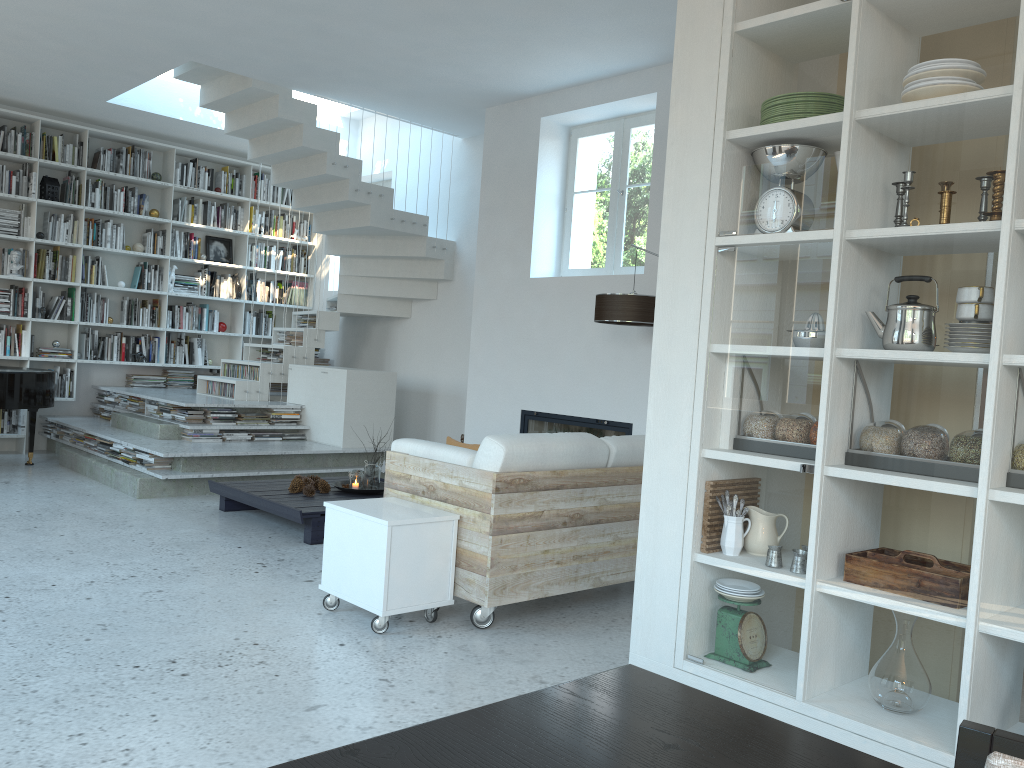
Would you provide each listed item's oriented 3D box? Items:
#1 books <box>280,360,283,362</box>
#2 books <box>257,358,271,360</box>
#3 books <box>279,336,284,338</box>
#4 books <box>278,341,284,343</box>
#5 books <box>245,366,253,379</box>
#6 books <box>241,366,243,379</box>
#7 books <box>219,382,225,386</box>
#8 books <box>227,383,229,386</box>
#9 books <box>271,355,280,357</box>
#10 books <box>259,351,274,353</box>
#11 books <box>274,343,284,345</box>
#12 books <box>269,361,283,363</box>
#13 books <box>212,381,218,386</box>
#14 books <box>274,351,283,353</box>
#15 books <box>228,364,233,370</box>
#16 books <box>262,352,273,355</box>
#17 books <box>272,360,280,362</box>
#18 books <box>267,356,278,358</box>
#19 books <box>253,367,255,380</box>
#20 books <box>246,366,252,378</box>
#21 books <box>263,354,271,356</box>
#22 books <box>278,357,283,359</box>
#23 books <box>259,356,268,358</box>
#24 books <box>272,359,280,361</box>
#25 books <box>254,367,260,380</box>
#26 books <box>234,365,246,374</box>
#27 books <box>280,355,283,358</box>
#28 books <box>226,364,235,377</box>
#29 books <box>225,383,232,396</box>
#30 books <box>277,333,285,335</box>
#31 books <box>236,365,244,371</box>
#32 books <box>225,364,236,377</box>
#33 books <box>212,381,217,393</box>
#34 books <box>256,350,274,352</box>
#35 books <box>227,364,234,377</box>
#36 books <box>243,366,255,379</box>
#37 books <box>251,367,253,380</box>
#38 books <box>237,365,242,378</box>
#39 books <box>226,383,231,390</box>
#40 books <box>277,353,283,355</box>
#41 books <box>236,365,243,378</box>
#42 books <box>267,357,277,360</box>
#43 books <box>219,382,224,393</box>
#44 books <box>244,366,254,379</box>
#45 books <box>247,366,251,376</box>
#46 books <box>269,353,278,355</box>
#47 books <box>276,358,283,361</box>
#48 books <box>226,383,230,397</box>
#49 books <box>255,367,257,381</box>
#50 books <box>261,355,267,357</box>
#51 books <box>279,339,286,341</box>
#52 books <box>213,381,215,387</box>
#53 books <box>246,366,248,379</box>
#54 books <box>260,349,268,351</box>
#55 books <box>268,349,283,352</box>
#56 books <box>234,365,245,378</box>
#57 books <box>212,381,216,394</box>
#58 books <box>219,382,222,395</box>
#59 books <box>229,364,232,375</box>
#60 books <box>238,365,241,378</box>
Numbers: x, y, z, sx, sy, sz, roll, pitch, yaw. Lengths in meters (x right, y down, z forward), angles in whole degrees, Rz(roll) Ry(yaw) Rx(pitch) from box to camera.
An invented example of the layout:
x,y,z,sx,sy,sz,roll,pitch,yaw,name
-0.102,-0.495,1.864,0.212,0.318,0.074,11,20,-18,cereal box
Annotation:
x,y,z,sx,sy,sz,roll,pitch,yaw,name
-2.177,-0.218,8.629,0.136,0.017,0.288,3,2,-20,books
-2.470,-0.249,9.043,0.195,0.007,0.189,5,2,44,books
-2.283,-0.476,9.169,0.143,0.019,0.230,2,2,-44,books
-2.286,-0.426,9.172,0.136,0.017,0.288,2,2,-45,books
-2.493,-0.105,8.498,0.125,0.125,0.007,2,3,-43,books
-2.549,-0.111,8.558,0.125,0.125,0.008,2,3,-43,books
-2.772,0.048,8.574,0.125,0.125,0.008,2,3,-43,books
-2.656,0.059,8.449,0.125,0.125,0.008,2,3,-43,books
-2.304,-0.279,8.888,0.150,0.013,0.219,3,2,-38,books
-2.456,-0.325,9.049,0.208,0.009,0.160,5,2,43,books
-2.305,-0.410,9.156,0.190,0.018,0.287,2,2,-44,books
-2.322,-0.221,8.878,0.223,0.004,0.191,5,2,43,books
-2.877,0.038,8.687,0.125,0.125,0.008,2,3,-43,books
-2.293,-0.314,8.895,0.133,0.017,0.178,3,2,-39,books
-2.749,-0.130,8.773,0.125,0.125,0.010,2,3,-43,books
-2.452,-0.309,9.054,0.181,0.022,0.140,5,2,40,books
-2.304,-0.228,8.894,0.137,0.013,0.198,3,2,-36,books
-2.315,-0.266,8.880,0.225,0.014,0.184,5,2,44,books
-2.380,-0.095,8.376,0.125,0.125,0.008,2,3,-43,books
-2.486,-0.105,8.491,0.125,0.125,0.012,2,3,-43,books
-2.447,-0.293,9.060,0.132,0.010,0.198,3,2,-39,books
-2.179,-0.249,8.626,0.161,0.007,0.254,3,2,-23,books
-2.465,-0.267,9.046,0.159,0.012,0.225,3,2,-35,books
-2.304,-0.239,8.893,0.147,0.008,0.188,3,2,-39,books
-2.373,-0.094,8.369,0.125,0.125,0.011,2,3,-43,books
-2.657,-0.121,8.674,0.125,0.125,0.008,2,3,-43,books
-2.171,-0.266,8.628,0.141,0.028,0.222,3,2,-24,books
-2.772,-0.132,8.797,0.125,0.125,0.007,2,3,-43,books
-2.672,0.058,8.467,0.125,0.125,0.008,2,3,-43,books
-2.296,-0.508,9.154,0.203,0.011,0.173,5,2,42,books
-2.630,-0.118,8.645,0.125,0.125,0.007,2,3,-43,books
-2.782,-0.133,8.808,0.125,0.125,0.008,2,3,-43,books
-2.872,0.039,8.681,0.125,0.125,0.008,2,3,-43,books
-2.468,-0.333,9.036,0.188,0.006,0.198,5,2,43,books
-2.756,-0.130,8.780,0.125,0.125,0.008,2,3,-43,books
-2.522,-0.108,8.529,0.125,0.125,0.009,2,3,-43,books
-2.407,-0.097,8.405,0.125,0.125,0.010,2,3,-43,books
-2.608,-0.116,8.621,0.125,0.125,0.010,2,3,-43,books
-2.667,0.058,8.461,0.125,0.125,0.010,2,3,-43,books
-2.180,-0.288,8.623,0.169,0.014,0.212,3,2,-23,books
-2.624,-0.118,8.638,0.125,0.125,0.010,2,3,-43,books
-2.315,-0.251,8.881,0.207,0.016,0.175,5,2,42,books
-2.767,0.049,8.568,0.125,0.125,0.009,2,3,-43,books
-2.514,-0.107,8.521,0.125,0.125,0.016,2,3,-43,books
-2.470,-0.103,8.473,0.125,0.125,0.009,2,3,-43,books
-2.314,-0.292,8.878,0.189,0.012,0.155,3,2,-40,books
-2.195,-0.237,8.620,0.172,0.019,0.239,3,2,-18,books
-2.662,0.059,8.456,0.125,0.125,0.010,2,3,-43,books
-2.361,-0.091,8.356,0.125,0.123,0.034,2,3,-43,books
-2.454,-0.280,9.055,0.166,0.015,0.145,5,2,42,books
-2.293,-0.450,9.163,0.160,0.010,0.179,3,2,-40,books
-2.861,0.040,8.670,0.125,0.125,0.007,2,3,-43,books
-2.480,-0.104,8.483,0.125,0.125,0.018,2,3,-43,books
-2.453,-0.341,9.049,0.194,0.012,0.161,5,2,44,books
-2.310,-0.331,8.878,0.193,0.014,0.177,5,2,42,books
-2.650,-0.120,8.666,0.125,0.125,0.012,2,3,-43,books
-2.866,0.039,8.675,0.125,0.125,0.008,2,3,-43,books
-2.761,0.049,8.562,0.125,0.125,0.008,2,3,-43,books
-2.729,-0.128,8.751,0.125,0.125,0.007,2,3,-43,books
-2.592,-0.115,8.604,0.125,0.125,0.007,2,3,-43,books
